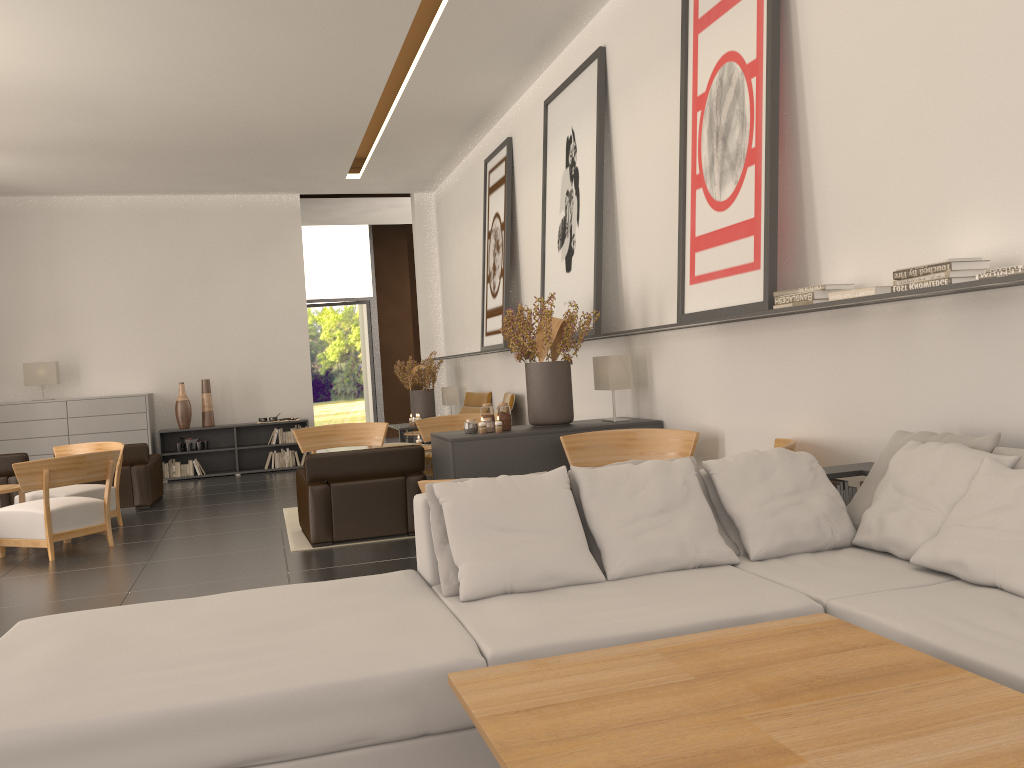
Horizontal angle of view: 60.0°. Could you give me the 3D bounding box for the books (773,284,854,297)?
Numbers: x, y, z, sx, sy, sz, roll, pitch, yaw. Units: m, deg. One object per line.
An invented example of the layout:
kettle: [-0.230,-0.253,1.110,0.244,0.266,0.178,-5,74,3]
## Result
books: [2.272,-0.704,6.689,0.300,0.040,0.526,-4,1,-26]

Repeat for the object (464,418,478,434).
object: [-0.455,0.464,9.805,0.158,0.158,0.157,-4,1,-43]

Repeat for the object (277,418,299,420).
object: [-4.944,0.782,19.634,0.405,0.034,0.293,-3,1,32]

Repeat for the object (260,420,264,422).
object: [-5.492,0.818,19.427,0.112,0.040,0.034,-3,1,28]

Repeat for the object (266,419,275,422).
object: [-5.317,0.798,19.431,0.292,0.058,0.086,-4,1,-29]

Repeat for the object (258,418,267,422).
object: [-5.516,0.794,19.639,0.188,0.082,0.188,-3,1,35]

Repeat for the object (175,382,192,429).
object: [-6.997,0.461,18.860,0.326,0.992,0.327,-4,0,8]

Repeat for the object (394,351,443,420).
object: [-2.016,0.083,19.188,0.927,1.554,1.587,-4,1,12]

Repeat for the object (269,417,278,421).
object: [-5.299,0.779,19.697,0.188,0.082,0.188,-4,1,-2]

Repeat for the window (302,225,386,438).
window: [-9.070,-1.646,25.797,10.312,7.381,0.100,-4,0,-16]

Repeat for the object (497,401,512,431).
object: [-0.088,0.355,9.881,0.157,0.325,0.158,-4,0,21]

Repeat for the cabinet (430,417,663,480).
cabinet: [0.401,1.103,10.051,2.401,1.240,1.120,-4,1,-16]

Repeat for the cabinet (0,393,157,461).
cabinet: [-9.144,1.241,18.532,3.081,1.876,1.040,-4,0,-16]

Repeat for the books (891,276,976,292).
books: [2.613,-0.606,5.399,0.316,0.040,0.503,-4,1,-16]

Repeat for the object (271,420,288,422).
object: [-5.159,0.812,19.343,0.515,0.015,0.014,-4,1,-18]

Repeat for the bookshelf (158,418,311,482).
bookshelf: [-5.990,1.422,19.300,3.081,1.079,0.740,-4,0,-16]

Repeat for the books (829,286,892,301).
books: [2.443,-0.620,6.099,0.301,0.064,0.406,-4,1,-26]

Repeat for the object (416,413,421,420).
object: [-1.947,0.743,18.567,0.104,0.254,0.104,-4,0,34]

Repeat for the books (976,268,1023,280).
books: [2.833,-0.605,4.758,0.337,0.034,0.517,-4,1,-21]

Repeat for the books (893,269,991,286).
books: [2.641,-0.647,5.408,0.350,0.038,0.525,-4,1,-11]

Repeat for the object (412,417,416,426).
object: [-1.988,0.778,18.542,0.207,0.187,0.111,-4,0,-29]

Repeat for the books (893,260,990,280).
books: [2.600,-0.689,5.388,0.284,0.053,0.484,-4,1,-16]

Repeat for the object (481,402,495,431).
object: [-0.271,0.365,9.944,0.158,0.325,0.157,-4,0,-24]

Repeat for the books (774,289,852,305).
books: [2.291,-0.654,6.689,0.391,0.063,0.497,-4,1,-16]

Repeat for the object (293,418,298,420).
object: [-4.751,0.769,19.454,0.112,0.040,0.034,-4,1,-27]

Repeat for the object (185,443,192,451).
object: [-6.861,1.340,18.832,0.135,0.179,0.136,-4,0,-15]

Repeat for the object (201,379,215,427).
object: [-6.604,0.412,19.203,0.262,1.025,0.262,-4,0,-12]

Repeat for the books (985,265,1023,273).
books: [2.843,-0.631,4.754,0.338,0.018,0.433,-4,1,-21]

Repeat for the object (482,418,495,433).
object: [-0.272,0.454,9.742,0.158,0.158,0.157,-4,1,-43]

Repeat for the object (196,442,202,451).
object: [-6.670,1.326,18.916,0.135,0.179,0.136,-3,1,45]

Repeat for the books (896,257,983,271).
books: [2.598,-0.728,5.403,0.256,0.023,0.434,-4,1,-16]

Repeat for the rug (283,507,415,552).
rug: [-1.090,1.771,12.378,4.001,0.010,3.557,-4,1,-16]

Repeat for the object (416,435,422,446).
object: [-1.313,0.813,12.509,0.076,0.187,0.076,-4,0,23]

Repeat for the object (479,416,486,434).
object: [-0.321,0.444,9.617,0.076,0.187,0.076,-4,0,1]

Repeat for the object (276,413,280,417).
object: [-5.265,0.725,19.740,0.086,0.152,0.262,-3,1,42]

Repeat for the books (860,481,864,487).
books: [2.481,0.802,6.162,0.039,0.234,0.133,-4,0,-16]

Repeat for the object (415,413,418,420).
object: [-1.999,0.744,18.681,0.104,0.254,0.104,-4,0,34]

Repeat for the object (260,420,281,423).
object: [-5.235,0.816,19.361,0.515,0.015,0.014,-4,1,-24]

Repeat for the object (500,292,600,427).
object: [0.612,-0.311,10.213,1.422,1.554,1.436,-4,1,-3]

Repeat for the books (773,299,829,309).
books: [2.279,-0.606,6.697,0.377,0.032,0.504,-4,1,-16]

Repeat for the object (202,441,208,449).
object: [-6.621,1.318,19.144,0.135,0.179,0.136,-4,0,-10]

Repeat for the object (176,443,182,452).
object: [-7.074,1.353,18.848,0.135,0.179,0.136,-4,0,-15]

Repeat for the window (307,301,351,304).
window: [-2.251,-3.827,21.584,99.151,20.581,48.614,-4,1,-16]

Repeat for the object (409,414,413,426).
object: [-2.110,0.752,18.622,0.108,0.254,0.108,-4,0,39]

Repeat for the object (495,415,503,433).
object: [-0.146,0.433,9.588,0.080,0.187,0.080,-4,0,-6]

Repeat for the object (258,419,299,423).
object: [-5.146,0.816,19.541,0.894,0.003,0.671,-4,1,-13]

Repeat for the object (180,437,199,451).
object: [-6.916,1.274,19.035,0.413,0.309,0.142,-4,0,-1]
